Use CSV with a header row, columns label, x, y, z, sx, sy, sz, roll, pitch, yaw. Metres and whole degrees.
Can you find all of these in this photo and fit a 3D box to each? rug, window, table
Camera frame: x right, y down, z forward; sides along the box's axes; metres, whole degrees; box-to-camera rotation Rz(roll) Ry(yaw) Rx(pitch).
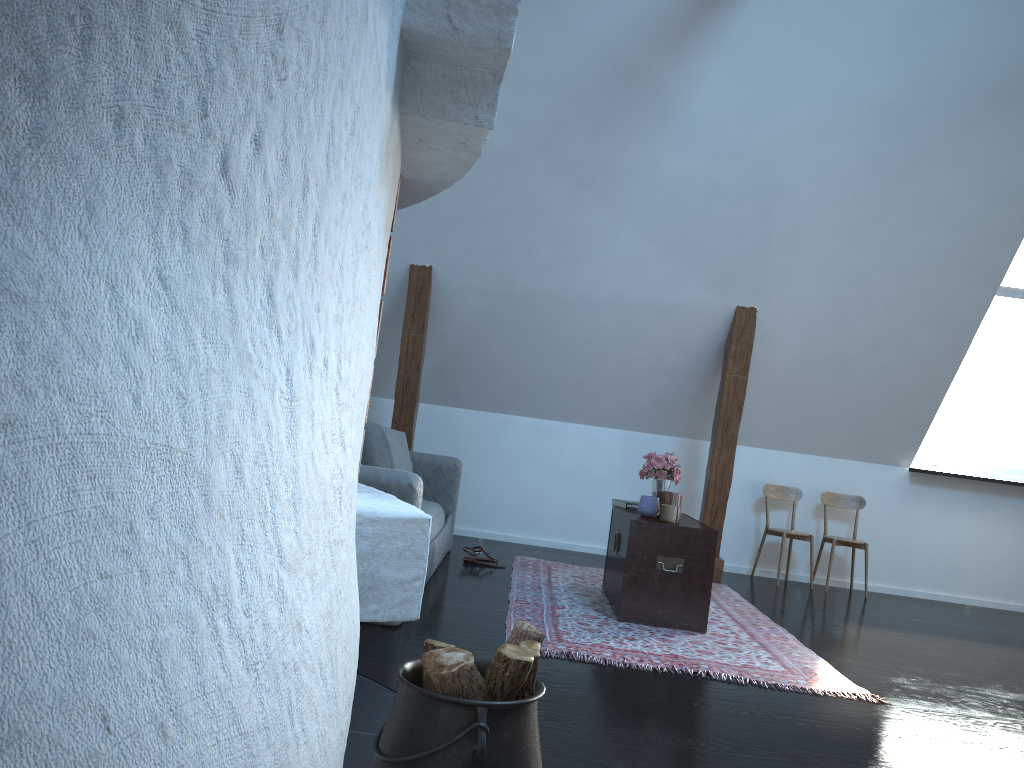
label,x,y,z,sx,sy,sz,roll,pitch,yaw
rug,0.712,1.177,4.660,1.512,0.029,2.647,8,-3,2
window,5.684,-1.289,4.008,8.018,4.249,5.959,8,-3,1
table,0.766,0.944,4.701,0.471,0.492,0.962,8,-3,1

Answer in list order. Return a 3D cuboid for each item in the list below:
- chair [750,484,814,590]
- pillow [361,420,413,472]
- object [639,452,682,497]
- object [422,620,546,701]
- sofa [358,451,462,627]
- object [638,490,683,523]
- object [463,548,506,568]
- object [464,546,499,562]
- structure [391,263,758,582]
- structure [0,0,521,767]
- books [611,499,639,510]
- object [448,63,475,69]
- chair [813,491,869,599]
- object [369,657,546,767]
label,x,y,z,sx,sy,sz,roll,pitch,yaw
chair,1.989,1.093,6.415,0.329,0.696,0.342,8,-3,-16
pillow,-0.798,0.426,4.776,0.444,0.515,2.075,8,-3,1
object,0.821,0.545,4.962,0.235,0.351,0.234,10,-4,-39
object,-0.081,0.700,1.876,0.270,0.370,0.240,8,-3,1
sofa,-0.918,0.586,4.750,1.107,0.770,2.458,8,-3,1
object,0.768,0.628,4.603,0.215,0.138,0.413,7,-3,13
object,-0.165,1.061,5.423,0.277,0.090,0.101,8,-3,-10
object,-0.196,1.065,5.580,0.277,0.090,0.101,10,-4,-42
structure,5.298,0.904,6.314,12.350,1.963,1.023,8,-3,1
structure,-1.357,-1.613,1.561,3.049,4.752,3.058,7,-3,10
books,0.718,0.696,5.084,0.243,0.034,0.179,9,-3,-20
object,-0.097,-0.789,1.856,0.158,0.274,0.158,5,-4,40
chair,2.389,1.145,6.385,0.329,0.696,0.342,7,-3,3
object,-0.109,0.780,1.884,0.384,0.313,0.384,6,-3,28
